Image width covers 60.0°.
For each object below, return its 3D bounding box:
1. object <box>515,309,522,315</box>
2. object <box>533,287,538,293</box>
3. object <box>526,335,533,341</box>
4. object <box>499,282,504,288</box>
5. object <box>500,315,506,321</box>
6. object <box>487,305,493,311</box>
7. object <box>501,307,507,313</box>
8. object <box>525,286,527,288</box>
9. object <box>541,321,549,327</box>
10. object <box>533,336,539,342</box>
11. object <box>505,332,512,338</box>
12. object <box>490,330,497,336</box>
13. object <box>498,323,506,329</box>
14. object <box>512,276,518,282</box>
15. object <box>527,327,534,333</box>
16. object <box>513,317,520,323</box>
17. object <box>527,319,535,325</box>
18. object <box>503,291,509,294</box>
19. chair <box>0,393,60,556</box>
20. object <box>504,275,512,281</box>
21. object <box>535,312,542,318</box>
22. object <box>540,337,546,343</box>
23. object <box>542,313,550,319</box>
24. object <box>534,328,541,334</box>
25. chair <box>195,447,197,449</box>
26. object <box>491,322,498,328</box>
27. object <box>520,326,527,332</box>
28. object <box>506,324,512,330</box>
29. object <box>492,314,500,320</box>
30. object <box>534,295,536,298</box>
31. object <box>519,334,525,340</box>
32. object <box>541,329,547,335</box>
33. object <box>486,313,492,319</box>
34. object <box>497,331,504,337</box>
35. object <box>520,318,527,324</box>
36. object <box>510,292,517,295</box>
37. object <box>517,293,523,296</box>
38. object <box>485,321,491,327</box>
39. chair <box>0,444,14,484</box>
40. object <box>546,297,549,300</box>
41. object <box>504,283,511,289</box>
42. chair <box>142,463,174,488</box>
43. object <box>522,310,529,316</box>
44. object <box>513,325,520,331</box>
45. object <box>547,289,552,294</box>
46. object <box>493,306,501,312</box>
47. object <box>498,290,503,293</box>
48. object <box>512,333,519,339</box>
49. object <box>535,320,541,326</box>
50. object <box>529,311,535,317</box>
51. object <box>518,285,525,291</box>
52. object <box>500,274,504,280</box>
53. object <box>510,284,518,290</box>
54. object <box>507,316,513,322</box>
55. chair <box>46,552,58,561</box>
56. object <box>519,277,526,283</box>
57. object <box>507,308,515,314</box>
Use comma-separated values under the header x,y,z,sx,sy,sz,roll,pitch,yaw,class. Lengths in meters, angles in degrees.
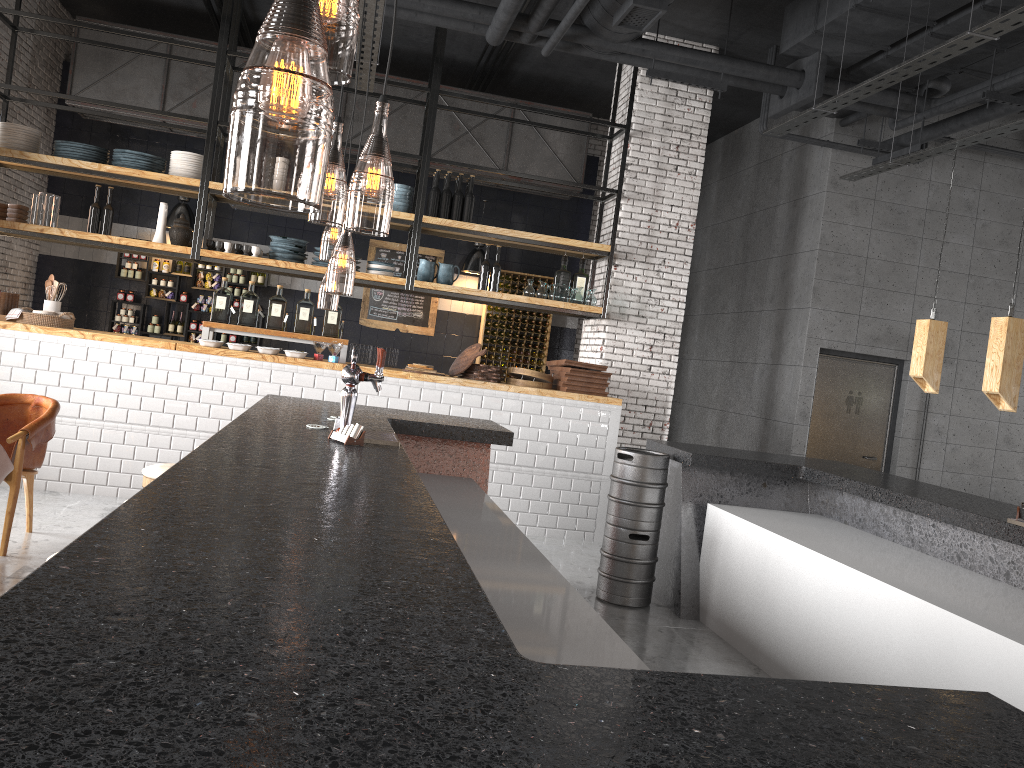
x,y,z,sx,sy,sz,roll,pitch,yaw,class
0.088,-0.941,11.562,0.079,0.079,0.284,7,1,-11,object
0.309,-1.232,11.615,0.079,0.079,0.284,7,1,-11,object
0.231,-0.605,11.596,0.079,0.079,0.284,7,1,-11,object
-0.146,-1.289,11.502,0.079,0.079,0.284,7,1,-11,object
-0.113,-0.861,11.546,0.079,0.079,0.284,7,1,-11,object
-0.283,-0.989,11.509,0.079,0.079,0.284,7,1,-11,object
-0.102,-0.966,11.560,0.079,0.079,0.284,7,1,-11,object
0.214,-1.244,11.613,0.079,0.079,0.284,7,1,-11,object
0.438,-0.792,11.654,0.079,0.079,0.284,7,1,-11,object
0.316,-0.596,11.652,0.079,0.079,0.284,7,1,-11,object
-0.044,-0.640,11.542,0.079,0.079,0.284,7,1,-11,object
-0.236,-0.665,11.548,0.079,0.079,0.284,7,1,-11,object
-0.123,-0.756,11.527,0.079,0.079,0.284,7,1,-11,object
0.043,-1.372,11.580,0.079,0.079,0.284,7,1,-11,object
0.244,-0.710,11.599,0.079,0.079,0.284,7,1,-11,object
0.068,-0.839,11.597,0.079,0.079,0.284,7,1,-11,object
0.254,-0.815,11.618,0.079,0.079,0.284,7,1,-11,object
-0.075,-1.175,11.559,0.079,0.079,0.284,7,1,-11,object
-3.145,0.533,5.495,0.681,0.929,0.643,8,1,11,chair
-0.045,-1.382,11.542,0.079,0.079,0.284,7,1,-11,object
0.357,-0.908,11.650,0.079,0.079,0.284,7,1,-11,object
0.411,-0.583,11.655,0.079,0.079,0.284,7,1,-11,object
0.454,-0.895,11.644,0.079,0.079,0.284,7,1,-11,object
0.333,-0.699,11.636,0.079,0.079,0.284,7,1,-11,object
-1.795,0.757,5.235,0.438,0.805,0.481,7,1,-42,chair
-0.219,-0.769,11.528,0.079,0.079,0.284,7,1,-11,object
0.149,-0.722,11.600,0.079,0.079,0.284,7,1,-11,object
-0.035,-0.745,11.564,0.079,0.079,0.284,7,1,-11,object
-0.201,-0.872,11.505,0.079,0.079,0.284,7,1,-11,object
0.292,-1.128,11.631,0.079,0.079,0.284,7,1,-11,object
0.132,-0.619,11.616,0.079,0.079,0.284,7,1,-11,object
0.421,-0.688,11.674,0.079,0.079,0.284,7,1,-11,object
-0.295,-0.884,11.501,0.079,0.079,0.284,7,1,-11,object
-0.143,-0.654,11.562,0.079,0.079,0.284,7,1,-11,object
0.159,-0.827,11.615,0.079,0.079,0.284,7,1,-11,object
0.020,-1.162,11.562,0.079,0.079,0.284,7,1,-11,object
0.115,-1.150,11.561,0.079,0.079,0.284,7,1,-11,object
-0.314,-0.781,11.526,0.079,0.079,0.284,7,1,-11,object
-2.948,0.620,4.412,0.803,0.850,0.770,8,1,38,chair
0.476,-1.105,11.667,0.079,0.079,0.284,7,1,-11,object
-0.055,-1.277,11.524,0.079,0.079,0.284,7,1,-11,object
-1.653,0.801,4.286,0.480,0.805,0.439,7,1,-37,chair
0.176,-0.931,11.599,0.079,0.079,0.284,7,1,-11,object
0.061,-0.733,11.559,0.079,0.079,0.284,7,1,-11,object
0.497,-1.207,11.628,0.079,0.079,0.284,7,1,-11,object
-0.188,-0.976,11.508,0.079,0.079,0.284,7,1,-11,object
-0.164,-1.185,11.526,0.079,0.079,0.284,7,1,-11,object
0.047,-0.629,11.564,0.079,0.079,0.284,7,1,-11,object
0.343,-0.804,11.651,0.079,0.079,0.284,7,1,-11,object
0.264,-0.920,11.637,0.079,0.079,0.284,7,1,-11,object
0.122,-1.256,11.594,0.079,0.079,0.284,7,1,-11,object
-0.140,-1.395,11.540,0.079,0.079,0.284,7,1,-11,object
0.033,-1.267,11.561,0.079,0.079,0.284,7,1,-11,object
-0.025,-0.851,11.583,0.079,0.079,0.284,7,1,-11,object
-1.296,0.891,2.630,0.438,0.805,0.481,7,1,-37,chair
0.139,-1.359,11.579,0.079,0.079,0.284,7,1,-11,object
-0.008,-0.954,11.563,0.079,0.079,0.284,7,1,-11,object
